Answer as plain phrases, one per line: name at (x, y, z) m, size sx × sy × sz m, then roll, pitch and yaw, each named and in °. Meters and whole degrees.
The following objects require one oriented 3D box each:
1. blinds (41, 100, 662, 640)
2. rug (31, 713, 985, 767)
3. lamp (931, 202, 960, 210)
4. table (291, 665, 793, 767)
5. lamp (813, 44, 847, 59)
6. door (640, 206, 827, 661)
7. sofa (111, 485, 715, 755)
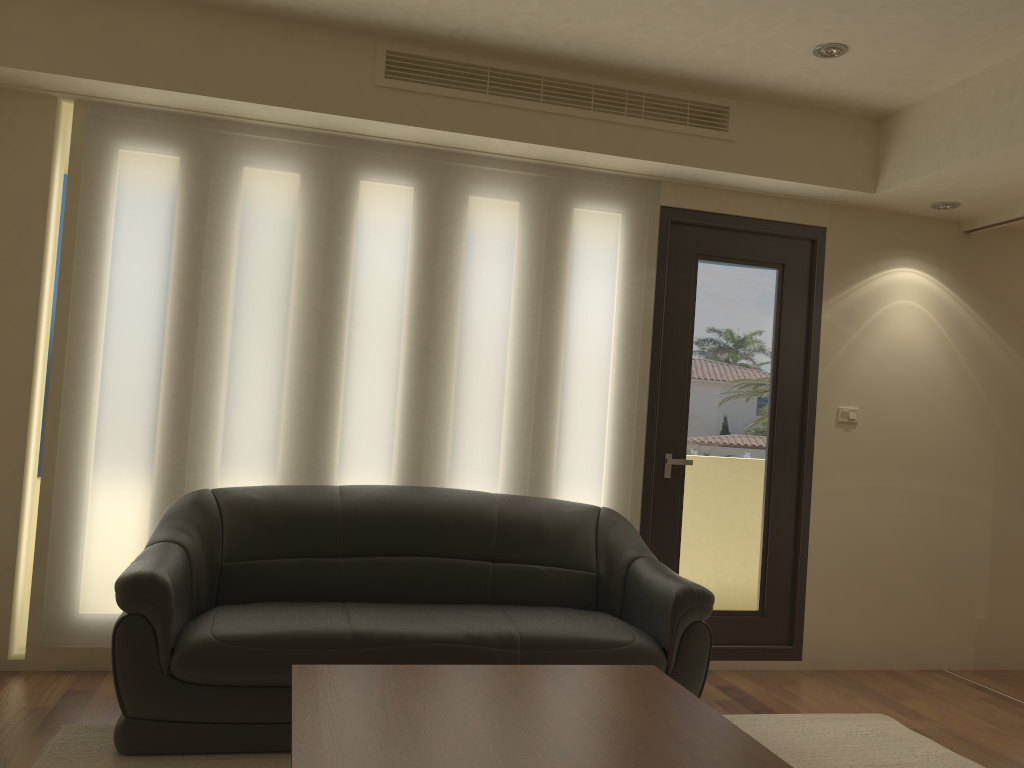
blinds at (-0.654, 0.029, 4.350) m, size 2.830 × 2.453 × 0.002 m, roll 4°, pitch -2°, yaw -14°
rug at (0.320, 1.406, 2.594) m, size 3.592 × 0.011 × 2.482 m, roll 4°, pitch -2°, yaw -14°
lamp at (2.368, -0.992, 4.847) m, size 0.143 × 0.059 × 0.143 m, roll 4°, pitch -2°, yaw -8°
table at (0.022, 1.136, 2.345) m, size 1.213 × 0.482 × 1.045 m, roll 4°, pitch -2°, yaw -14°
lamp at (1.409, -1.494, 3.928) m, size 0.143 × 0.059 × 0.143 m, roll 4°, pitch -2°, yaw -8°
door at (1.186, 0.286, 4.861) m, size 1.011 × 2.420 × 0.118 m, roll 4°, pitch -2°, yaw -14°
sofa at (-0.387, 0.932, 3.797) m, size 2.337 × 0.918 × 0.944 m, roll 4°, pitch -2°, yaw -14°
